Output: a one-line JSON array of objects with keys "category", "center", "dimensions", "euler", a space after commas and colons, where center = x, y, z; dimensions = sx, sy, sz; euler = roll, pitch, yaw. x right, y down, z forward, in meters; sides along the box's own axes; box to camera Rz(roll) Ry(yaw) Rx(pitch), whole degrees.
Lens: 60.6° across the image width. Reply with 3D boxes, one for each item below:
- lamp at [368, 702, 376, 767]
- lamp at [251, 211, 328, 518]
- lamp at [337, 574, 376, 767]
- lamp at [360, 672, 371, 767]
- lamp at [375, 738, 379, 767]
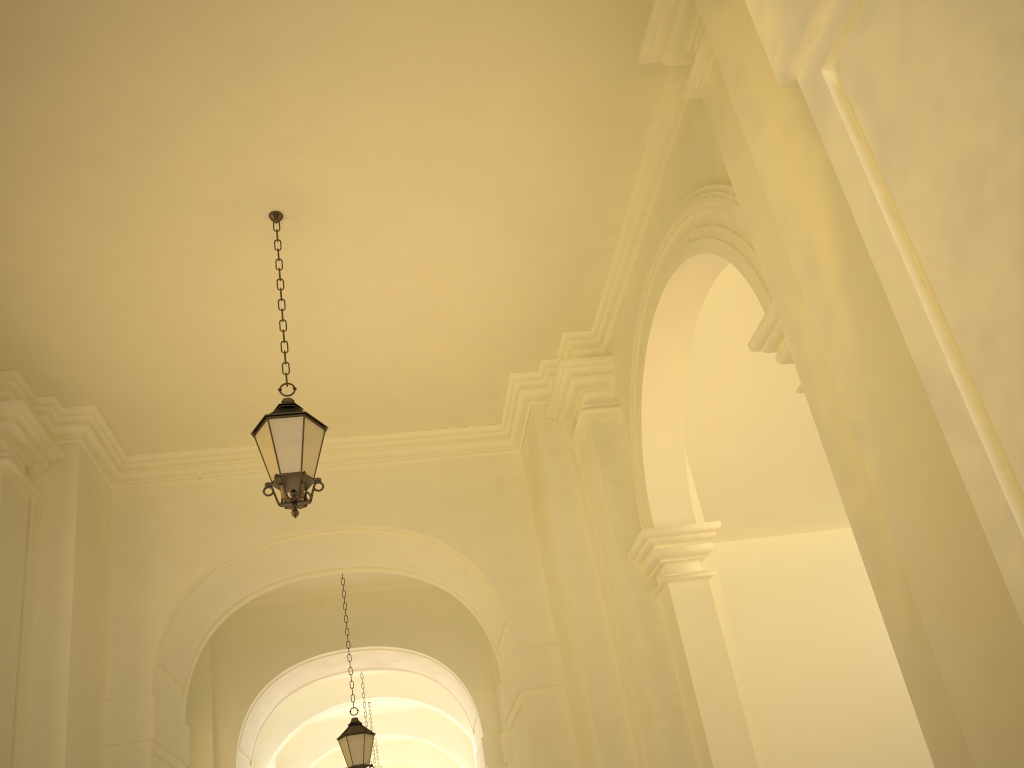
[{"category": "lamp", "center": [-3.094, 8.796, 19.869], "dimensions": [0.509, 3.116, 0.470], "euler": [-6, -26, -10]}, {"category": "lamp", "center": [-1.591, -0.211, 6.134], "dimensions": [0.449, 2.416, 0.534], "euler": [-19, -27, 17]}, {"category": "lamp", "center": [-2.186, 3.749, 11.800], "dimensions": [0.448, 3.116, 0.535], "euler": [10, -32, -36]}, {"category": "lamp", "center": [-2.698, 6.598, 16.354], "dimensions": [0.509, 3.116, 0.470], "euler": [-6, -26, -10]}, {"category": "lamp", "center": [-3.482, 10.954, 23.320], "dimensions": [0.509, 3.116, 0.470], "euler": [-6, -26, -10]}]
